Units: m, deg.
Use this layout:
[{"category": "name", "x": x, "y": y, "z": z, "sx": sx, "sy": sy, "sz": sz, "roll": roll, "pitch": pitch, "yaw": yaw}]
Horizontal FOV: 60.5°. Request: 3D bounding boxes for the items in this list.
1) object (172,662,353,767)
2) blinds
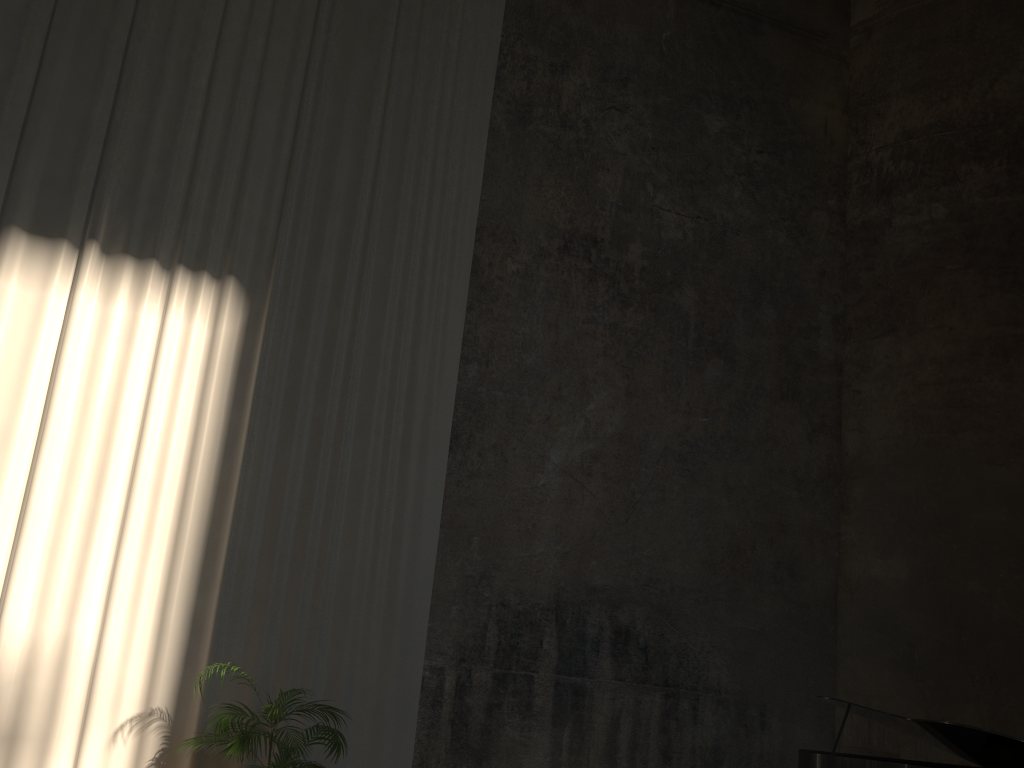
[{"category": "object", "x": -1.635, "y": 2.597, "z": 5.767, "sx": 1.141, "sy": 1.411, "sz": 1.116, "roll": 13, "pitch": -17, "yaw": -24}, {"category": "blinds", "x": -4.101, "y": -1.182, "z": 6.476, "sx": 7.868, "sy": 8.381, "sz": 0.281, "roll": 11, "pitch": -14, "yaw": -15}]
